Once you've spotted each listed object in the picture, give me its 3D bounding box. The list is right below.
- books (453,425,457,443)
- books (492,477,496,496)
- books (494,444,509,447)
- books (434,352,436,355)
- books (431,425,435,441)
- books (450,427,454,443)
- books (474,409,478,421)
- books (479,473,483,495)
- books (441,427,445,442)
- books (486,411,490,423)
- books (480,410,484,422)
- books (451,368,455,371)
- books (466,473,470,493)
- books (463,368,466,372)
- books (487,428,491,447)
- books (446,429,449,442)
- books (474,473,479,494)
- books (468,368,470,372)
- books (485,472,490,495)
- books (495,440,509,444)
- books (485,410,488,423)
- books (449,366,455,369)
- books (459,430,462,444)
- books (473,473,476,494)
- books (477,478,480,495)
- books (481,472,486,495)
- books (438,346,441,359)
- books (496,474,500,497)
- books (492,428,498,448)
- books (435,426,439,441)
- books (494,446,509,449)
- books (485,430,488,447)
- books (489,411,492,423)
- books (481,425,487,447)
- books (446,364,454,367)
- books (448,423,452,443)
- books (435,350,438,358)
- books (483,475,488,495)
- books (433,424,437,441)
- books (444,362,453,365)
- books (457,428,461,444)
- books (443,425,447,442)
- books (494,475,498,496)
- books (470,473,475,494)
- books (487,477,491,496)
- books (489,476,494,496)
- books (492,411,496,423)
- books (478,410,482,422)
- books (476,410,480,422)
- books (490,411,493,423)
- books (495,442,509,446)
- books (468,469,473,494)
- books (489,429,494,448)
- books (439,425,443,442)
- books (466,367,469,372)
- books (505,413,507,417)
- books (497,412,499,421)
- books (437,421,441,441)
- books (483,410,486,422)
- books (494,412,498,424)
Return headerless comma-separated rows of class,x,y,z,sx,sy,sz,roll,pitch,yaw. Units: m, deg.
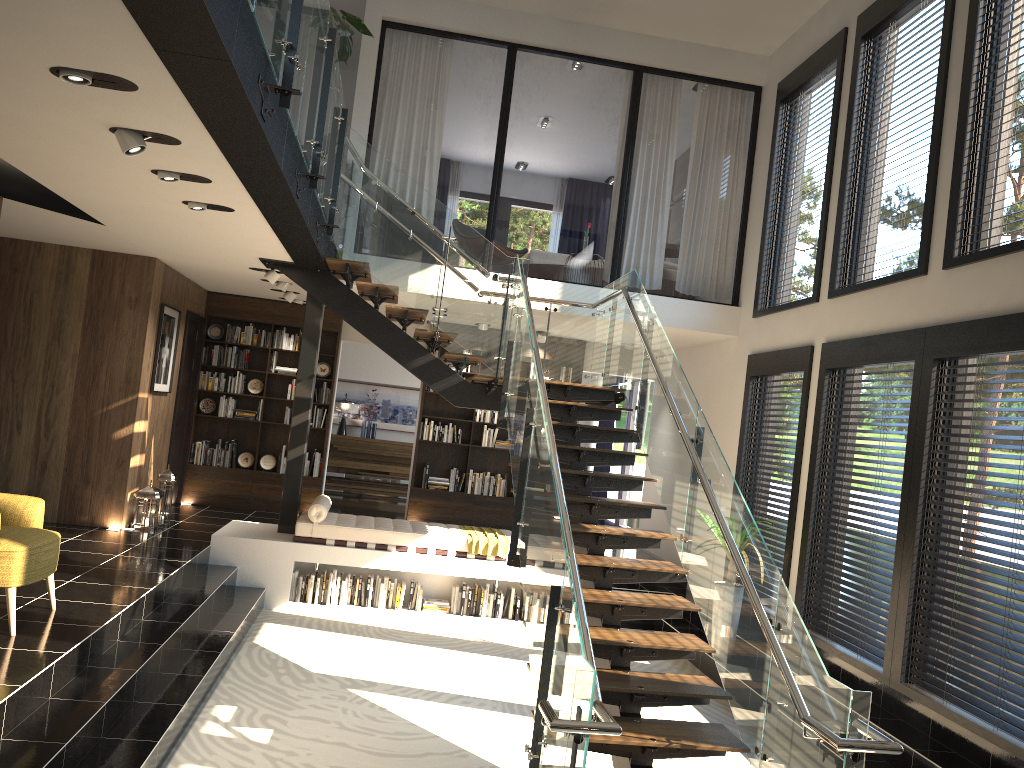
books,-0.753,0.663,11.702,0.070,0.236,0.206,7,-2,-8
books,-0.248,1.353,11.736,0.029,0.250,0.142,7,-2,-8
books,-0.104,0.822,11.774,0.275,0.025,0.156,7,-3,-12
books,-1.031,-0.316,11.684,0.021,0.217,0.180,7,-2,-8
books,-1.044,0.642,11.676,0.022,0.207,0.130,7,-2,-8
books,-0.803,0.674,11.714,0.030,0.205,0.170,7,-2,-8
books,-0.484,0.380,11.747,0.030,0.228,0.176,7,-2,-8
books,-0.420,1.316,11.723,0.031,0.280,0.141,7,-2,-8
books,-0.918,0.665,11.696,0.033,0.193,0.172,7,-2,-8
books,-0.317,0.385,11.748,0.028,0.258,0.208,7,-2,-8
books,-0.400,0.405,11.742,0.024,0.197,0.175,7,-2,-8
books,-0.827,-0.194,11.716,0.268,0.026,0.156,7,-3,-4
books,-0.593,1.304,11.710,0.026,0.263,0.156,7,-2,-8
books,-0.615,-0.312,11.738,0.034,0.311,0.149,7,-2,-8
books,-0.320,0.710,11.742,0.030,0.245,0.166,7,-2,-8
books,-0.860,0.684,11.703,0.027,0.171,0.146,7,-2,-8
books,-0.472,1.311,11.694,0.030,0.276,0.160,7,-2,-8
books,-0.561,-0.301,11.752,0.019,0.303,0.129,7,-2,-8
books,-0.331,1.315,11.729,0.032,0.305,0.155,7,-2,-8
books,-0.098,0.773,11.777,0.274,0.025,0.156,7,-3,-4
books,-0.346,0.391,11.750,0.027,0.239,0.153,7,-2,-8
books,-0.825,-0.219,11.720,0.273,0.025,0.156,7,-3,-10
books,-0.690,0.699,11.755,0.022,0.185,0.127,7,-2,-8
books,-0.503,1.309,11.716,0.025,0.274,0.150,7,-2,-8
books,-0.450,1.345,11.708,0.025,0.214,0.170,7,-2,-8
books,-0.388,1.312,11.727,0.032,0.298,0.169,7,-2,-8
books,-0.971,-0.346,11.682,0.028,0.290,0.170,7,-2,-8
books,-0.192,1.337,11.744,0.025,0.294,0.177,7,-2,-8
books,-0.237,0.713,11.760,0.067,0.261,0.159,7,-2,-8
books,-0.994,0.653,11.675,0.024,0.197,0.173,7,-2,-8
books,-0.107,0.847,11.775,0.274,0.025,0.156,7,-3,-11
books,-0.343,0.719,11.706,0.023,0.218,0.196,7,-2,-8
books,-0.297,0.417,11.772,0.026,0.201,0.146,7,-2,-8
books,-0.371,0.684,11.739,0.030,0.284,0.176,7,-2,-8
books,-0.822,-0.244,11.722,0.251,0.026,0.148,7,-3,-4
books,-0.825,0.644,11.686,0.029,0.256,0.167,7,-2,-8
books,-1.003,-0.320,11.677,0.030,0.231,0.200,7,-2,-8
books,-0.359,1.336,11.706,0.025,0.255,0.202,7,-2,-8
books,-1.019,0.636,11.679,0.028,0.227,0.136,7,-2,-8
books,-0.820,-0.270,11.728,0.270,0.025,0.156,7,-3,-7
books,-0.707,0.682,11.710,0.028,0.210,0.169,7,-2,-8
books,-0.884,0.655,11.688,0.030,0.221,0.190,7,-2,-8
books,-0.217,1.341,11.734,0.028,0.280,0.154,7,-2,-8
books,-0.528,1.312,11.694,0.030,0.262,0.173,7,-2,-8
books,-0.306,1.347,11.719,0.023,0.246,0.149,7,-2,-8
books,-0.278,1.346,11.730,0.034,0.254,0.194,7,-2,-8
books,-0.245,0.401,11.763,0.030,0.244,0.142,7,-2,-8
books,-0.428,0.420,11.752,0.027,0.162,0.126,7,-2,-8
books,-0.451,0.362,11.749,0.031,0.271,0.158,7,-2,-8
books,-0.274,0.417,11.773,0.021,0.206,0.147,7,-2,-8
books,-0.100,0.797,11.772,0.261,0.024,0.167,7,-3,-11
books,-0.555,1.283,11.680,0.035,0.312,0.160,7,-2,-8
books,-0.284,0.714,11.721,0.036,0.244,0.194,7,-2,-8
books,-0.944,0.651,11.699,0.021,0.216,0.170,7,-2,-8
books,-0.586,-0.289,11.742,0.029,0.272,0.173,7,-2,-8
books,-0.093,0.452,11.780,0.027,0.179,0.164,7,-2,-8
books,-0.197,0.441,11.779,0.021,0.176,0.161,7,-2,-8
books,-0.964,0.619,11.683,0.029,0.272,0.152,7,-2,-8
books,-0.372,0.393,11.738,0.027,0.228,0.208,7,-2,-8
books,-0.215,0.410,11.755,0.028,0.231,0.167,7,-2,-8
